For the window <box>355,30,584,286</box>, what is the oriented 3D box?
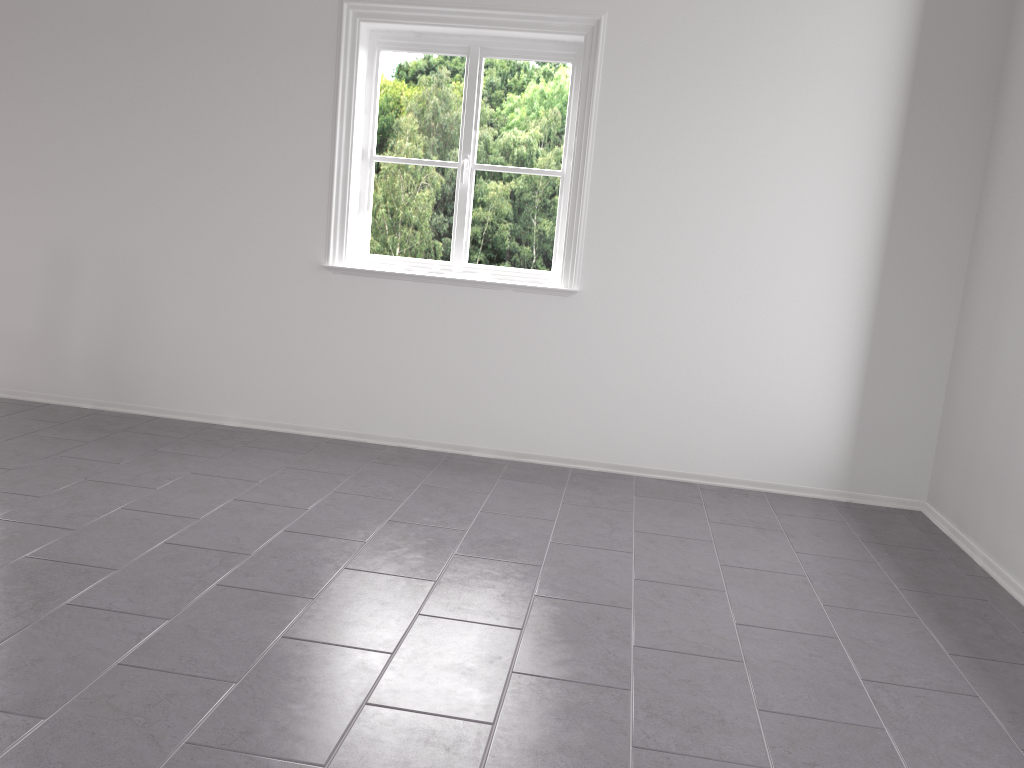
[{"bbox_3d":[-0.227,-1.087,4.323,1.055,1.168,0.120,6,9,7],"label":"window"}]
